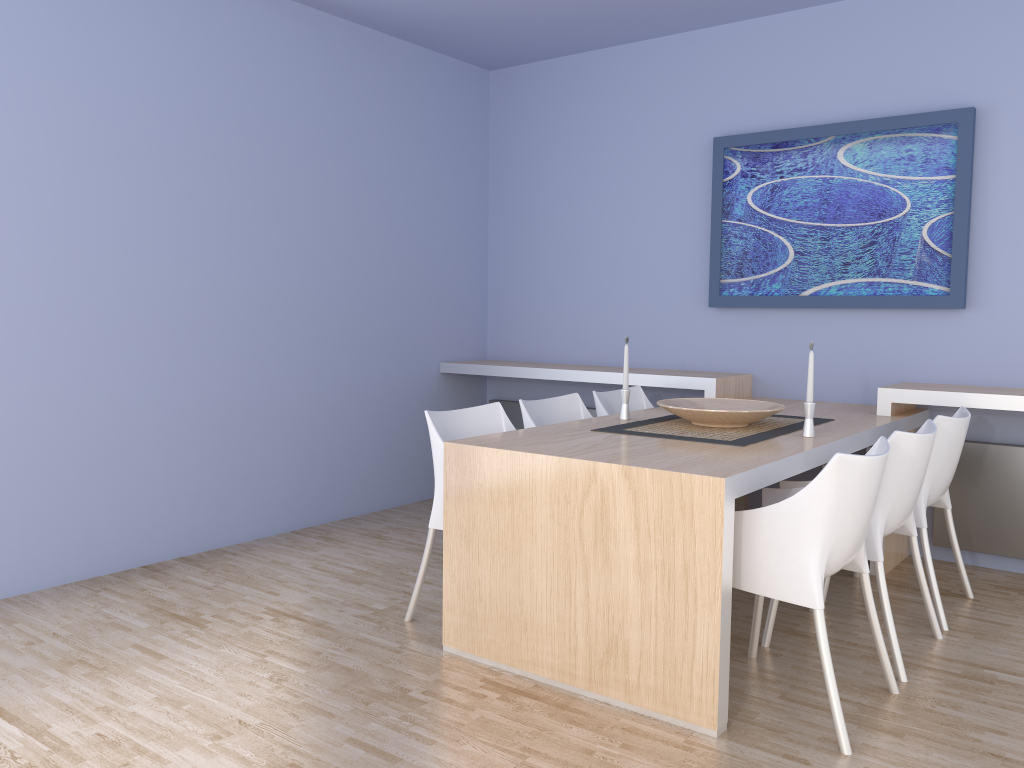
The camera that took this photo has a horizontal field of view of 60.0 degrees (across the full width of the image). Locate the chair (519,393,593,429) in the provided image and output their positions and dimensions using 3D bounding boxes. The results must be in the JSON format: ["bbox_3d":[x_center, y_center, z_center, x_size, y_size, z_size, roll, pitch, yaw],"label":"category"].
[{"bbox_3d":[0.292,0.456,3.795,0.486,0.793,0.510,4,6,37],"label":"chair"}]

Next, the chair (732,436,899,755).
[{"bbox_3d":[0.855,0.555,2.646,0.486,0.793,0.510,4,6,37],"label":"chair"}]

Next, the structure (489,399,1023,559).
[{"bbox_3d":[1.392,0.463,4.636,3.843,0.503,0.064,4,6,37],"label":"structure"}]

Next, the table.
[{"bbox_3d":[0.875,0.514,3.621,1.002,0.718,2.340,4,6,37],"label":"table"}]

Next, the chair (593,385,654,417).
[{"bbox_3d":[0.640,0.424,4.250,0.486,0.793,0.510,4,6,37],"label":"chair"}]

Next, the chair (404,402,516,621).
[{"bbox_3d":[-0.057,0.489,3.339,0.486,0.793,0.510,4,6,37],"label":"chair"}]

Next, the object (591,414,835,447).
[{"bbox_3d":[0.822,0.161,3.502,0.594,0.005,0.986,4,6,37],"label":"object"}]

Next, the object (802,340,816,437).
[{"bbox_3d":[1.072,0.015,3.188,0.045,0.349,0.045,4,6,37],"label":"object"}]

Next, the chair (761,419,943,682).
[{"bbox_3d":[1.216,0.521,3.118,0.486,0.793,0.510,4,6,38],"label":"chair"}]

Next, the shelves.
[{"bbox_3d":[1.231,0.384,4.526,3.901,0.840,0.463,4,6,37],"label":"shelves"}]

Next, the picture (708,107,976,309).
[{"bbox_3d":[1.579,-0.829,4.401,1.252,0.901,0.049,4,6,37],"label":"picture"}]

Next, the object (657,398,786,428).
[{"bbox_3d":[0.821,0.118,3.502,0.493,0.081,0.493,-2,6,-34],"label":"object"}]

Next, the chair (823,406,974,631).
[{"bbox_3d":[1.573,0.488,3.584,0.486,0.793,0.510,4,6,37],"label":"chair"}]

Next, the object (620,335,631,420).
[{"bbox_3d":[0.468,-0.029,3.647,0.045,0.349,0.045,0,5,-11],"label":"object"}]
